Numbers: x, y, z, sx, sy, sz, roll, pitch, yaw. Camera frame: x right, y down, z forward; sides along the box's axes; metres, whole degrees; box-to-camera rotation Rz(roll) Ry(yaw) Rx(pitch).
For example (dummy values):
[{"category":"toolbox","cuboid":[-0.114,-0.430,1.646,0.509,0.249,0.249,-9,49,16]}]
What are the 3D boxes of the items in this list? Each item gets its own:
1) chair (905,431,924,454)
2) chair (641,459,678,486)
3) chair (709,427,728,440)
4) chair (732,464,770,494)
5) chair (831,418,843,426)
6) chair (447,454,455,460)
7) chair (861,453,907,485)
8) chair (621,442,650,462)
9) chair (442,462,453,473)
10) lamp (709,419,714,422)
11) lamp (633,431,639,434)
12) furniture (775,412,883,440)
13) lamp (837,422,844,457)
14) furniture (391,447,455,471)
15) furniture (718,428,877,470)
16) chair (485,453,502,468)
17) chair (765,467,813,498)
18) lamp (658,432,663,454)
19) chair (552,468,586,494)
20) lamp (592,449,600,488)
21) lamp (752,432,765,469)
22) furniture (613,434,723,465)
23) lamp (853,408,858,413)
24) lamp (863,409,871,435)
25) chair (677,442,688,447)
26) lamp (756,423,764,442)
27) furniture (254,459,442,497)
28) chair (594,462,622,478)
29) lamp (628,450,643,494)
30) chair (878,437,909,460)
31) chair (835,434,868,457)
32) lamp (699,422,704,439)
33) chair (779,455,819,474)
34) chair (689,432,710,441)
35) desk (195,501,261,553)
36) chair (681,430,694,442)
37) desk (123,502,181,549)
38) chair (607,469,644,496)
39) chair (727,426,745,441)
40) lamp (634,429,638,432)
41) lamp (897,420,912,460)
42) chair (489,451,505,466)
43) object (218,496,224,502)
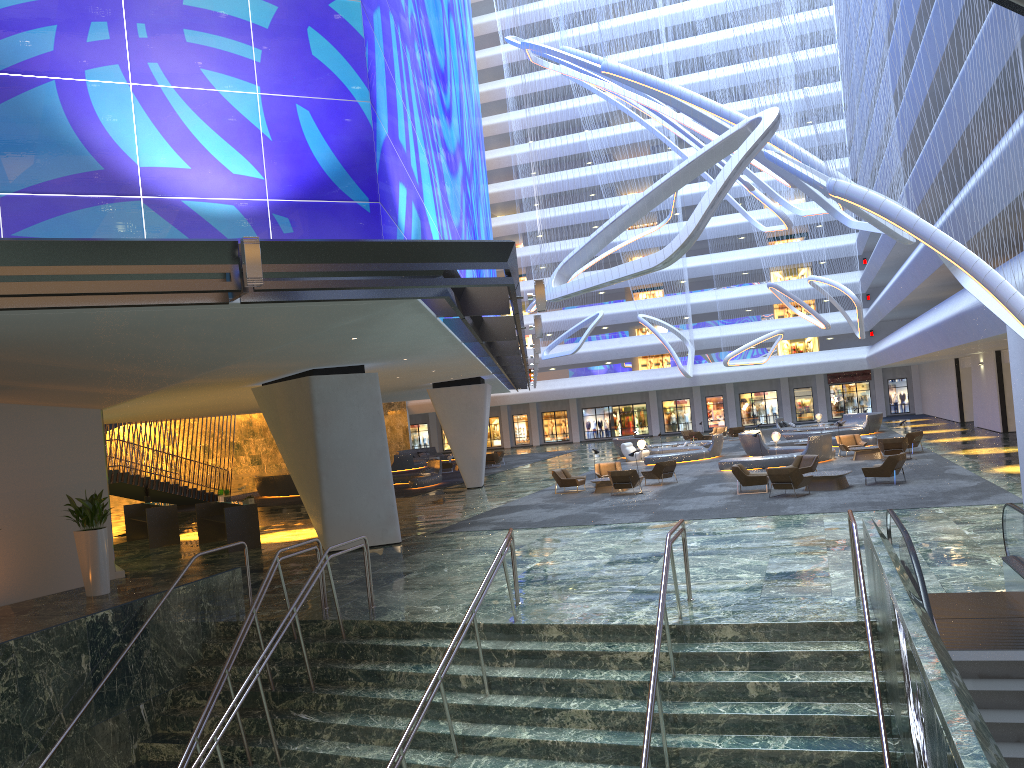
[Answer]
[{"category":"chair","cuboid":[13.986,2.076,31.363,0.928,0.766,0.940,-5,-1,-38]},{"category":"chair","cuboid":[4.780,2.856,28.541,0.928,0.766,0.940,-5,-1,-38]},{"category":"chair","cuboid":[12.321,2.956,52.689,0.931,0.766,0.937,-6,-1,37]},{"category":"chair","cuboid":[6.451,2.539,23.874,0.940,0.766,0.929,-6,-1,20]},{"category":"chair","cuboid":[18.357,2.265,49.237,0.928,0.766,0.940,-5,-1,-38]},{"category":"chair","cuboid":[-3.936,4.804,57.708,0.587,0.501,0.490,-6,-1,35]},{"category":"chair","cuboid":[9.653,2.203,22.935,0.940,0.766,0.928,-7,-2,43]},{"category":"chair","cuboid":[5.702,3.129,40.916,1.159,0.882,0.728,-6,-1,38]},{"category":"chair","cuboid":[-3.589,4.255,46.380,0.938,0.766,0.930,-5,-1,-10]},{"category":"lamp","cuboid":[11.912,2.729,52.831,0.383,1.300,0.202,-5,0,-20]},{"category":"lamp","cuboid":[6.274,2.992,44.757,0.384,1.300,0.202,-5,0,12]},{"category":"furniture","cuboid":[17.188,2.214,48.443,5.189,0.969,9.923,-6,-2,15]},{"category":"lamp","cuboid":[12.044,2.028,32.492,0.202,1.300,0.383,-5,0,35]},{"category":"furniture","cuboid":[-6.319,4.702,55.892,5.194,0.969,9.915,-7,-2,35]},{"category":"furniture","cuboid":[10.715,2.369,34.766,5.194,0.969,9.915,-7,-2,35]},{"category":"chair","cuboid":[-1.065,4.017,46.446,0.930,0.766,0.938,-6,-1,17]},{"category":"chair","cuboid":[6.932,2.437,22.226,0.937,0.766,0.931,-4,-2,-45]},{"category":"lamp","cuboid":[6.626,2.774,39.312,0.202,1.300,0.384,-5,0,-6]},{"category":"chair","cuboid":[1.854,3.143,28.795,0.940,0.766,0.928,-6,-1,27]},{"category":"lamp","cuboid":[2.838,2.808,29.669,0.202,1.300,0.383,-5,0,35]},{"category":"lamp","cuboid":[8.524,2.300,30.635,0.384,1.300,0.201,-6,0,36]},{"category":"furniture","cuboid":[7.236,2.941,41.934,5.188,0.969,9.926,-6,-2,10]},{"category":"lamp","cuboid":[18.604,1.923,47.824,0.384,1.300,0.201,-5,0,18]},{"category":"lamp","cuboid":[17.589,1.887,43.896,0.201,1.300,0.384,-5,0,-22]},{"category":"chair","cuboid":[8.062,3.213,44.391,1.783,0.501,0.586,-5,-1,-18]},{"category":"lamp","cuboid":[10.819,2.350,38.556,0.384,1.300,0.201,-6,0,36]},{"category":"furniture","cuboid":[-7.480,4.275,40.015,9.943,0.969,5.179,-7,-2,35]},{"category":"chair","cuboid":[3.259,3.042,29.775,0.929,0.766,0.939,-5,-1,2]},{"category":"lamp","cuboid":[3.663,2.615,26.265,0.384,1.300,0.201,-6,0,36]},{"category":"chair","cuboid":[12.592,2.137,29.249,0.930,0.766,0.938,-6,-1,25]},{"category":"chair","cuboid":[12.465,2.262,32.598,0.929,0.766,0.939,-5,-1,2]},{"category":"lamp","cuboid":[10.635,2.740,49.570,0.201,1.300,0.384,-5,0,-19]},{"category":"chair","cuboid":[8.098,2.418,24.933,0.938,0.766,0.931,-5,-1,-20]},{"category":"chair","cuboid":[10.505,3.033,49.878,0.937,0.766,0.931,-5,-1,-30]},{"category":"desk","cuboid":[-7.443,3.672,23.126,0.812,1.097,2.982,-5,-2,-33]},{"category":"chair","cuboid":[10.611,3.119,52.700,0.928,0.766,0.940,-5,-1,-28]},{"category":"desk","cuboid":[-10.429,4.039,25.592,0.812,1.097,2.983,-5,-2,-35]},{"category":"chair","cuboid":[3.386,2.917,26.426,0.930,0.766,0.938,-6,-1,25]},{"category":"chair","cuboid":[12.858,2.841,50.800,0.929,0.766,0.939,-5,-1,-3]},{"category":"lamp","cuboid":[6.610,3.041,47.147,0.201,1.300,0.384,-5,0,-28]},{"category":"lamp","cuboid":[12.869,1.835,29.087,0.384,1.300,0.201,-6,0,36]},{"category":"chair","cuboid":[-0.931,4.071,48.406,0.937,0.766,0.931,-5,-1,-33]},{"category":"object","cuboid":[-7.871,3.121,24.038,0.150,0.145,0.150,-5,-1,-38]}]
